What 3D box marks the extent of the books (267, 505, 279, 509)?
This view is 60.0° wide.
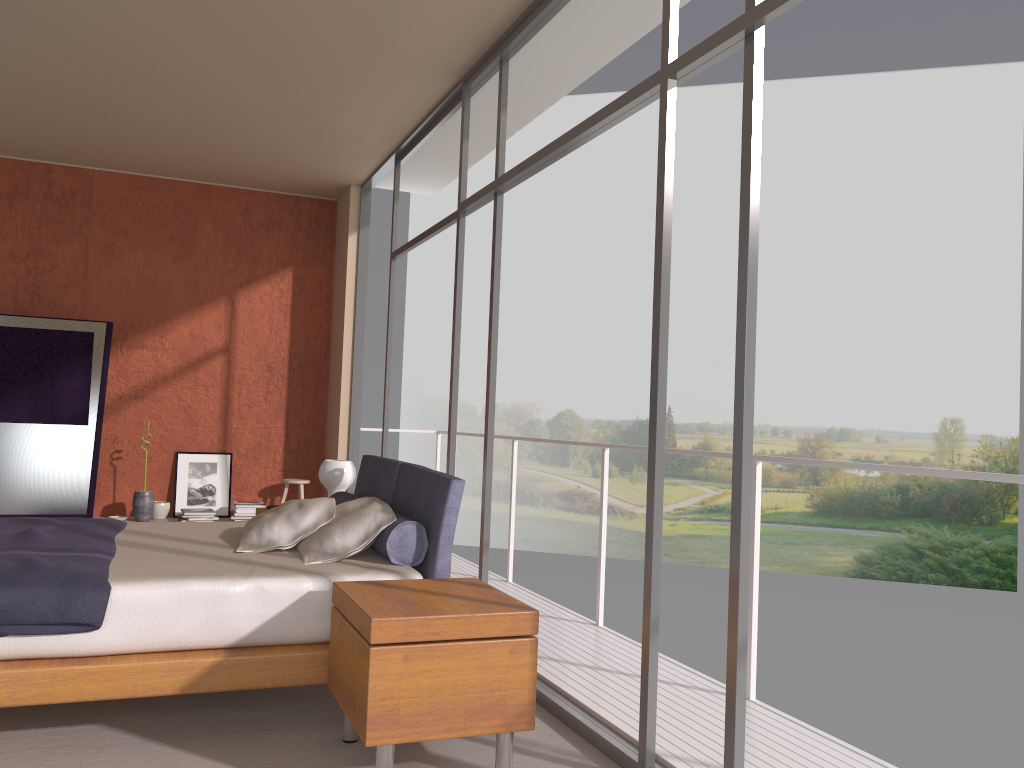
[{"bbox_3d":[-1.378,0.793,5.629,0.247,0.025,0.287,4,-3,-41],"label":"books"}]

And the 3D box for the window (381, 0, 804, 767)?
[{"bbox_3d":[0.189,-0.212,3.856,0.075,3.133,6.106,3,-3,-22],"label":"window"}]

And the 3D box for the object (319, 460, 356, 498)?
[{"bbox_3d":[-1.075,0.638,5.439,0.224,0.338,0.224,3,-3,-10],"label":"object"}]

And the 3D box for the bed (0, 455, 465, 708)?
[{"bbox_3d":[-1.666,0.809,3.985,2.462,0.959,2.017,3,-3,-22],"label":"bed"}]

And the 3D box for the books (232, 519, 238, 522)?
[{"bbox_3d":[-2.198,1.138,7.390,0.247,0.018,0.328,3,-3,-20],"label":"books"}]

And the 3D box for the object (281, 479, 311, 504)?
[{"bbox_3d":[-1.862,1.003,7.681,0.260,0.349,0.257,0,-3,37],"label":"object"}]

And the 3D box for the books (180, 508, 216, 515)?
[{"bbox_3d":[-2.573,1.047,7.269,0.247,0.018,0.328,3,-3,-25],"label":"books"}]

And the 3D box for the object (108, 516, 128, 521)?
[{"bbox_3d":[-3.156,1.085,7.108,0.152,0.040,0.152,2,-3,13],"label":"object"}]

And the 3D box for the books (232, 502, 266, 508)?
[{"bbox_3d":[-2.195,1.008,7.402,0.247,0.025,0.287,3,-3,-22],"label":"books"}]

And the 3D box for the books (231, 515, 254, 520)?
[{"bbox_3d":[-2.192,1.098,7.373,0.247,0.025,0.287,3,-3,-11],"label":"books"}]

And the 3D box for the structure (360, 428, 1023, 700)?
[{"bbox_3d":[0.449,0.797,4.143,0.728,1.005,7.689,3,-3,-22],"label":"structure"}]

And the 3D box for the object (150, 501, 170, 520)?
[{"bbox_3d":[-2.923,1.047,7.327,0.179,0.137,0.180,3,-3,-9],"label":"object"}]

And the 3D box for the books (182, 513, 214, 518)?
[{"bbox_3d":[-2.571,1.068,7.264,0.247,0.025,0.287,3,-3,-20],"label":"books"}]

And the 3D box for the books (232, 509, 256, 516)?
[{"bbox_3d":[-2.195,1.071,7.393,0.247,0.027,0.328,3,-3,-20],"label":"books"}]

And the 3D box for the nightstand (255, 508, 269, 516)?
[{"bbox_3d":[-1.289,1.084,5.536,0.562,0.556,0.628,3,-3,-22],"label":"nightstand"}]

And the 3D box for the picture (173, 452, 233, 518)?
[{"bbox_3d":[-2.632,0.858,7.560,0.458,0.550,0.117,3,-3,-22],"label":"picture"}]

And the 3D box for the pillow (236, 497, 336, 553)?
[{"bbox_3d":[-1.086,0.667,4.301,0.431,0.264,0.869,3,-3,-14],"label":"pillow"}]

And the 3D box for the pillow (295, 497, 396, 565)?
[{"bbox_3d":[-0.781,0.659,4.039,0.400,0.265,0.791,3,-3,-19],"label":"pillow"}]

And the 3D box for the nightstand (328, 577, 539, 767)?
[{"bbox_3d":[-0.298,1.017,3.089,0.562,0.556,0.628,3,-3,-22],"label":"nightstand"}]

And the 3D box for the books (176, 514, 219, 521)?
[{"bbox_3d":[-2.580,1.091,7.276,0.247,0.018,0.328,4,-3,-37],"label":"books"}]

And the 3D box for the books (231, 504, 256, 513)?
[{"bbox_3d":[-2.194,1.039,7.395,0.247,0.038,0.319,3,-3,-25],"label":"books"}]

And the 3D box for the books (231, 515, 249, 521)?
[{"bbox_3d":[-2.199,1.120,7.397,0.247,0.018,0.287,3,-3,-22],"label":"books"}]

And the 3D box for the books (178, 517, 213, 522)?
[{"bbox_3d":[-2.590,1.112,7.262,0.247,0.025,0.287,3,-3,-25],"label":"books"}]

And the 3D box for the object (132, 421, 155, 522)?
[{"bbox_3d":[-2.953,0.701,7.141,0.165,0.810,0.165,2,-3,1],"label":"object"}]

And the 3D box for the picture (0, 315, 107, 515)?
[{"bbox_3d":[-3.745,0.233,6.736,1.129,1.496,0.126,3,-3,-22],"label":"picture"}]

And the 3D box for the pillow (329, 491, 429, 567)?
[{"bbox_3d":[-0.697,0.686,4.367,0.205,0.201,1.470,3,-3,-22],"label":"pillow"}]
